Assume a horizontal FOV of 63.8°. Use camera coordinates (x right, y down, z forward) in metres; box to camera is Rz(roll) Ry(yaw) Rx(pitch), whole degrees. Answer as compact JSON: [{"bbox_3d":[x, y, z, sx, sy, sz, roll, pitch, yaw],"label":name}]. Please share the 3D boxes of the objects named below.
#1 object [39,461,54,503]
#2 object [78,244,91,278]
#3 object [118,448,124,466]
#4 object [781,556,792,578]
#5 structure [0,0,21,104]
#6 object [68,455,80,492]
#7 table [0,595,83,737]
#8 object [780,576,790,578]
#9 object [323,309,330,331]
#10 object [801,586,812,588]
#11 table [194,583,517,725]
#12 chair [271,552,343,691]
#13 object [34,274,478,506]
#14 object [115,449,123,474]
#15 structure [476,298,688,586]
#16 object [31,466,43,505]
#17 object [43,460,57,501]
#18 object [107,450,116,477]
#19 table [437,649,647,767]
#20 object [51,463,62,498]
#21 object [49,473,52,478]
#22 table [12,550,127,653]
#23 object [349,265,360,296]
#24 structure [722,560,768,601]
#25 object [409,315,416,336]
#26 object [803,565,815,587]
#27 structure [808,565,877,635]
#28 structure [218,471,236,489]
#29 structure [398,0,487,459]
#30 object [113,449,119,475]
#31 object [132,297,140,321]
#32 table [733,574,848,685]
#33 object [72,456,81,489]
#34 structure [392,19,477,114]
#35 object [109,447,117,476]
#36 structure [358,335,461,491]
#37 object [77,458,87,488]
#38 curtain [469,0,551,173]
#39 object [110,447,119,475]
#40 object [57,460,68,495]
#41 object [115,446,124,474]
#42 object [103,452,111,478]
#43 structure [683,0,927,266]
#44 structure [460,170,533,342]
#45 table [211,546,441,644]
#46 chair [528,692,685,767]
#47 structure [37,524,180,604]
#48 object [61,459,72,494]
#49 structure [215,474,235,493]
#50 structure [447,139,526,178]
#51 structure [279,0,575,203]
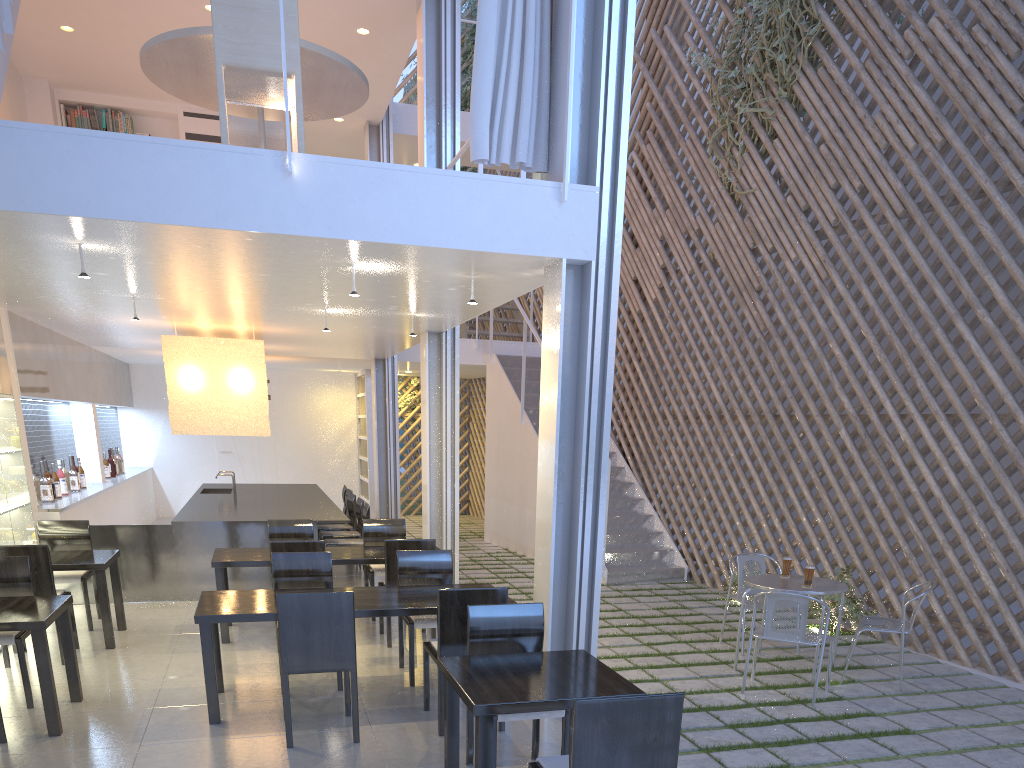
[{"bbox_3d":[-1.971,0.380,3.045,0.046,0.307,1.895,-4,-1,-17],"label":"object"},{"bbox_3d":[-1.085,-0.312,2.076,0.029,0.085,0.026,0,15,-5],"label":"object"},{"bbox_3d":[-2.924,0.573,6.133,0.044,0.199,0.039,0,16,-4],"label":"object"},{"bbox_3d":[1.008,0.672,3.021,0.031,0.082,0.029,9,17,27],"label":"object"},{"bbox_3d":[-0.701,-0.753,1.735,1.722,3.543,3.430,-3,8,-17],"label":"structure"},{"bbox_3d":[-2.429,0.496,4.550,0.046,0.217,0.043,-3,17,-14],"label":"object"},{"bbox_3d":[-1.427,0.782,2.278,0.358,0.355,0.330,-1,8,-16],"label":"table"},{"bbox_3d":[-0.363,0.432,2.577,2.898,0.467,0.056,2,16,-15],"label":"object"},{"bbox_3d":[-0.715,-0.245,3.162,0.029,0.085,0.026,0,15,-5],"label":"object"},{"bbox_3d":[-0.350,0.444,2.468,2.864,0.432,0.034,2,16,-13],"label":"object"},{"bbox_3d":[-0.471,0.821,2.551,0.914,0.355,0.329,2,7,-16],"label":"table"},{"bbox_3d":[-0.666,0.774,2.673,0.191,0.470,0.219,-3,14,-16],"label":"chair"},{"bbox_3d":[-1.190,0.123,3.031,1.668,0.874,1.749,1,1,-19],"label":"object"},{"bbox_3d":[-2.881,0.569,6.021,0.046,0.200,0.041,-3,17,-16],"label":"object"},{"bbox_3d":[0.110,0.151,5.108,1.172,2.100,1.843,-4,10,-23],"label":"structure"},{"bbox_3d":[-1.979,0.376,2.977,0.046,0.306,1.777,-4,-1,-16],"label":"object"},{"bbox_3d":[-1.984,0.382,3.088,0.105,0.306,1.968,-3,-1,-15],"label":"object"},{"bbox_3d":[-2.775,0.551,5.691,0.044,0.208,0.042,-6,18,-24],"label":"object"},{"bbox_3d":[0.047,0.796,1.824,0.358,0.355,0.330,-1,8,-16],"label":"table"},{"bbox_3d":[-1.982,0.379,3.059,0.058,0.311,2.307,-4,-1,-17],"label":"object"},{"bbox_3d":[-2.025,0.382,3.121,0.067,0.306,2.037,-4,-1,-17],"label":"object"},{"bbox_3d":[-1.691,0.819,3.125,0.358,0.355,0.330,-1,8,-16],"label":"table"},{"bbox_3d":[-0.435,-0.285,2.261,0.029,0.085,0.026,0,15,-5],"label":"object"},{"bbox_3d":[1.223,1.003,4.191,0.266,0.279,0.245,0,8,-9],"label":"structure"},{"bbox_3d":[-0.393,-0.232,3.254,0.029,0.085,0.026,0,15,-5],"label":"object"},{"bbox_3d":[1.024,0.663,2.837,0.031,0.082,0.029,9,17,27],"label":"object"},{"bbox_3d":[1.424,0.943,3.598,0.291,0.347,0.299,-4,10,-31],"label":"structure"},{"bbox_3d":[-1.938,0.654,5.592,0.112,0.133,0.031,-1,16,-15],"label":"structure"},{"bbox_3d":[-0.637,-1.447,7.921,1.108,4.847,3.072,-4,12,-19],"label":"structure"},{"bbox_3d":[-2.881,0.566,5.966,0.044,0.200,0.042,10,18,29],"label":"object"},{"bbox_3d":[-1.365,-0.272,2.977,0.029,0.085,0.026,0,15,-5],"label":"object"},{"bbox_3d":[1.008,0.880,2.988,0.339,0.358,0.334,7,10,35],"label":"table"},{"bbox_3d":[-2.495,0.507,4.698,0.044,0.208,0.042,-6,18,-24],"label":"object"},{"bbox_3d":[-0.198,-1.957,5.220,1.138,0.610,0.025,1,16,-16],"label":"structure"},{"bbox_3d":[-2.833,0.551,5.821,0.046,0.218,0.042,-4,17,-16],"label":"object"},{"bbox_3d":[-0.944,0.228,7.535,1.140,2.143,0.266,-2,17,-15],"label":"structure"},{"bbox_3d":[-2.500,0.517,4.767,0.040,0.195,0.040,16,22,42],"label":"object"},{"bbox_3d":[-0.119,-1.797,1.672,0.511,2.595,0.089,-4,18,-17],"label":"curtain"},{"bbox_3d":[-2.861,0.555,5.899,0.046,0.217,0.043,-3,17,-14],"label":"object"},{"bbox_3d":[-2.366,0.493,4.320,0.043,0.199,0.039,-3,17,-15],"label":"object"},{"bbox_3d":[-2.907,0.562,6.073,0.046,0.218,0.042,9,18,24],"label":"object"},{"bbox_3d":[-2.760,0.553,5.592,0.040,0.195,0.040,16,22,42],"label":"object"},{"bbox_3d":[1.405,-2.025,3.348,0.731,2.917,2.213,-7,12,-26],"label":"structure"},{"bbox_3d":[-0.310,-1.223,6.491,0.530,2.020,1.171,-5,14,-23],"label":"structure"},{"bbox_3d":[-0.734,0.858,3.398,0.914,0.355,0.329,2,7,-16],"label":"table"},{"bbox_3d":[0.154,0.735,1.507,0.191,0.470,0.219,-3,14,-16],"label":"chair"},{"bbox_3d":[-1.841,0.828,3.776,0.555,0.397,0.011,0,17,-15],"label":"structure"},{"bbox_3d":[-2.408,0.499,4.433,0.044,0.200,0.042,11,19,29],"label":"object"},{"bbox_3d":[-1.842,0.641,5.285,0.112,0.133,0.031,-1,16,-15],"label":"structure"},{"bbox_3d":[-0.047,-0.682,2.893,0.028,0.586,1.613,-4,1,-17],"label":"structure"},{"bbox_3d":[-0.332,-0.158,1.305,1.361,1.918,1.341,-2,11,-16],"label":"structure"}]
